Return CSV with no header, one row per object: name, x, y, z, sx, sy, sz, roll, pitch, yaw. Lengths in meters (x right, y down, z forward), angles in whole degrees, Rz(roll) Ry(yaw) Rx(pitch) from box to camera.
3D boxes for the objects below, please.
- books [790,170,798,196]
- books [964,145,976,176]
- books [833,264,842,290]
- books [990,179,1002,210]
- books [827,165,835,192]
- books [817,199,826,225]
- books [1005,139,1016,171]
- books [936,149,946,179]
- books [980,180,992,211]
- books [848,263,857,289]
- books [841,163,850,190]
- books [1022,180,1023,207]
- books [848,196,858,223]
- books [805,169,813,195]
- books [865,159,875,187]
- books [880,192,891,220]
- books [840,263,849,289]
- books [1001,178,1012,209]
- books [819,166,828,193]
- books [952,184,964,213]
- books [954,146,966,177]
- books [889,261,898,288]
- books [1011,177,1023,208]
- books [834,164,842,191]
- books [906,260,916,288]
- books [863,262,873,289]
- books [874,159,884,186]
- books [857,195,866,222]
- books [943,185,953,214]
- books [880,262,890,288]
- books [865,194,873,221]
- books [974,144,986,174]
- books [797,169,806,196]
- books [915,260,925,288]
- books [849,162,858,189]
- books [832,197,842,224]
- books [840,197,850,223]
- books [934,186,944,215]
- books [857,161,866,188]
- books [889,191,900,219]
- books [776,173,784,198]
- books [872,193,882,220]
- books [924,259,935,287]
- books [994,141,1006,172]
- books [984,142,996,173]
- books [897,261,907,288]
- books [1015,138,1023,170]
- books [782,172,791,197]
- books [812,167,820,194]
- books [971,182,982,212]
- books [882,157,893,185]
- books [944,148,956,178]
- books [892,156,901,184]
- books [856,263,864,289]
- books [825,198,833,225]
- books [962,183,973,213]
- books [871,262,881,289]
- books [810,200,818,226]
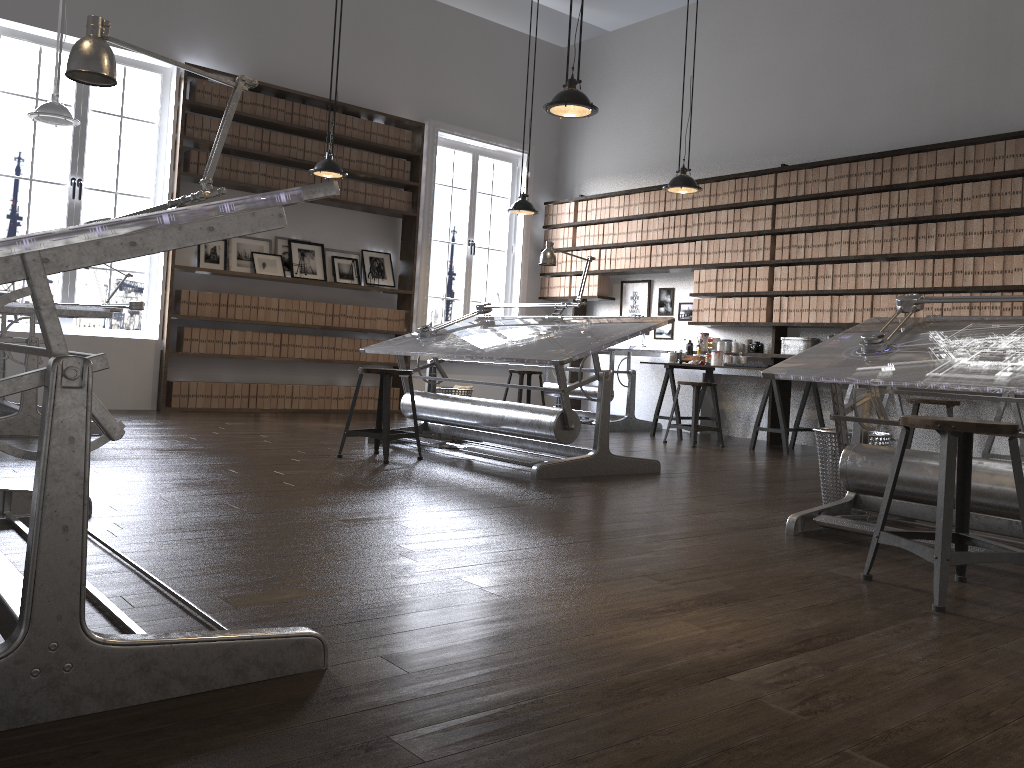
books,2.502,-1.731,7.719,0.174,0.226,0.067,4,-1,-39
books,3.438,-1.643,6.580,0.174,0.226,0.067,4,-1,-39
books,2.743,-0.876,7.355,0.174,0.226,0.067,4,-1,-39
books,3.547,-1.355,6.426,0.174,0.226,0.067,4,-1,-39
books,2.730,-1.710,7.447,0.174,0.226,0.067,4,-1,-39
books,2.666,-1.438,7.502,0.174,0.226,0.067,4,-1,-39
books,3.617,-1.627,6.362,0.174,0.226,0.067,4,-1,-39
books,3.307,-1.656,6.742,0.174,0.226,0.067,4,-1,-39
books,3.500,-1.359,6.474,0.174,0.226,0.067,4,-1,-39
books,2.826,-0.867,7.244,0.174,0.226,0.067,4,-1,-39
books,2.809,-1.702,7.345,0.174,0.226,0.067,4,-1,-39
books,3.682,-1.342,6.261,0.174,0.226,0.067,4,-1,-39
books,2.844,-1.421,7.276,0.174,0.226,0.067,4,-1,-39
books,2.598,-1.723,7.614,0.174,0.226,0.067,4,-1,-39
books,2.943,-1.690,7.184,0.174,0.226,0.067,4,-1,-39
books,3.018,-1.404,7.063,0.174,0.226,0.067,4,-1,-39
books,2.788,-0.871,7.300,0.174,0.226,0.067,4,-1,-39
books,3.592,-1.351,6.371,0.174,0.226,0.067,4,-1,-39
books,2.682,-1.714,7.502,0.174,0.226,0.067,4,-1,-39
books,3.373,-1.371,6.631,0.174,0.226,0.067,4,-1,-39
books,3.390,-1.648,6.634,0.174,0.226,0.067,4,-1,-39
books,3.048,-0.847,6.984,0.174,0.226,0.067,4,-1,-39
books,3.633,-1.346,6.313,0.174,0.226,0.067,4,-1,-39
books,2.771,-1.706,7.399,0.174,0.226,0.067,4,-1,-39
books,3.133,-0.839,6.869,0.174,0.226,0.067,4,-1,-39
books,2.911,-0.860,7.146,0.174,0.226,0.067,4,-1,-39
books,2.992,-1.686,7.132,0.174,0.226,0.067,4,-1,-39
books,2.896,-1.416,7.223,0.174,0.226,0.067,4,-1,-39
books,3.331,-1.375,6.688,0.174,0.226,0.067,4,-1,-39
books,3.003,-0.851,7.037,0.174,0.226,0.067,4,-1,-39
books,2.935,-1.412,7.170,0.174,0.226,0.067,4,-1,-39
books,3.485,-1.639,6.529,0.174,0.226,0.067,4,-1,-39
books,2.551,-1.727,7.665,0.174,0.226,0.067,4,-1,-39
books,3.178,-0.834,6.813,0.174,0.226,0.067,4,-1,-39
books,2.856,-1.698,7.296,0.174,0.226,0.067,4,-1,-39
books,2.753,-1.429,7.390,0.174,0.226,0.067,4,-1,-39
books,2.801,-1.425,7.338,0.174,0.226,0.067,4,-1,-39
books,3.288,-1.379,6.743,0.174,0.226,0.067,4,-1,-39
books,2.901,-1.694,7.241,0.174,0.226,0.067,4,-1,-39
books,3.066,-1.400,7.009,0.174,0.226,0.067,4,-1,-39
books,2.420,-1.739,7.827,0.174,0.226,0.067,4,-1,-39
books,2.972,-1.409,7.119,0.174,0.226,0.067,4,-1,-39
books,3.222,-0.830,6.767,0.174,0.226,0.067,4,-1,-39
books,3.569,-1.631,6.417,0.174,0.226,0.067,4,-1,-39
books,3.528,-1.635,6.474,0.174,0.226,0.067,4,-1,-39
books,3.089,-0.843,6.927,0.174,0.226,0.067,4,-1,-39
books,3.658,-1.623,6.314,0.174,0.226,0.067,4,-1,-39
books,2.456,-1.736,7.775,0.174,0.226,0.067,4,-1,-39
books,2.641,-1.719,7.559,0.174,0.226,0.067,4,-1,-39
books,3.461,-1.363,6.529,0.174,0.226,0.067,4,-1,-39
books,3.035,-1.681,7.070,0.174,0.226,0.067,4,-1,-39
books,3.344,-1.652,6.690,0.174,0.226,0.067,4,-1,-39
books,3.086,-1.677,7.016,0.174,0.226,0.067,4,-1,-39
books,2.872,-0.863,7.196,0.174,0.226,0.067,4,-1,-39
books,2.711,-1.433,7.448,0.174,0.226,0.067,4,-1,-39
books,3.420,-1.367,6.576,0.174,0.226,0.067,4,-1,-39
books,2.955,-0.855,7.089,0.174,0.226,0.067,4,-1,-39
books,2.619,-1.442,7.551,0.174,0.226,0.067,4,-1,-39
